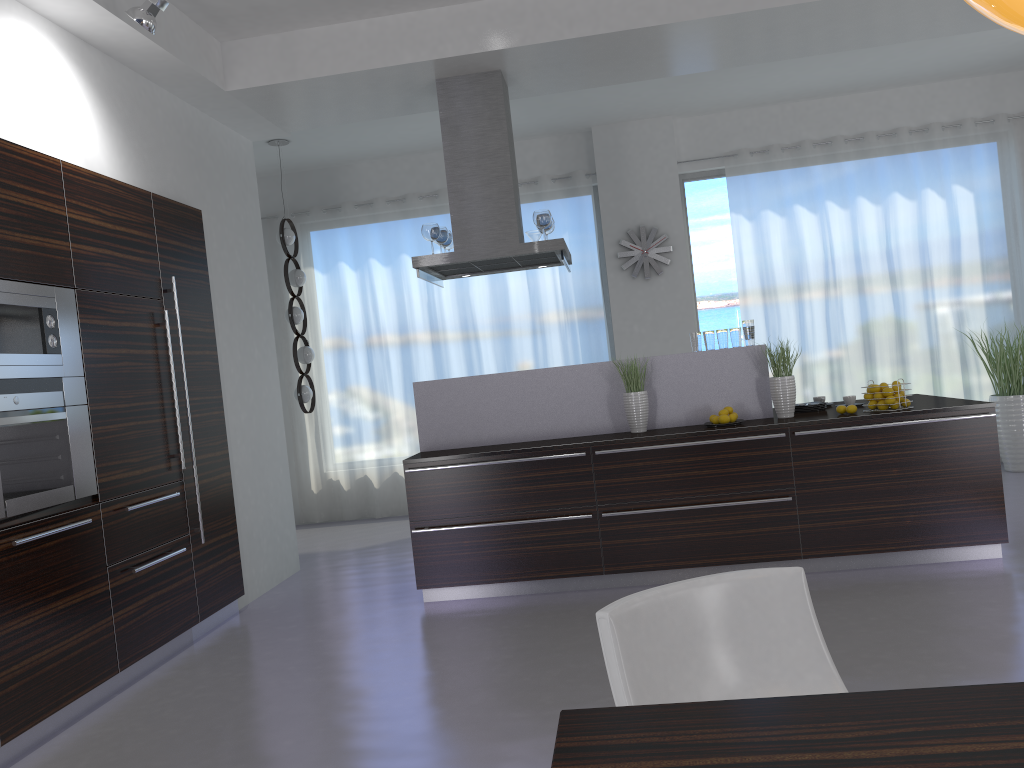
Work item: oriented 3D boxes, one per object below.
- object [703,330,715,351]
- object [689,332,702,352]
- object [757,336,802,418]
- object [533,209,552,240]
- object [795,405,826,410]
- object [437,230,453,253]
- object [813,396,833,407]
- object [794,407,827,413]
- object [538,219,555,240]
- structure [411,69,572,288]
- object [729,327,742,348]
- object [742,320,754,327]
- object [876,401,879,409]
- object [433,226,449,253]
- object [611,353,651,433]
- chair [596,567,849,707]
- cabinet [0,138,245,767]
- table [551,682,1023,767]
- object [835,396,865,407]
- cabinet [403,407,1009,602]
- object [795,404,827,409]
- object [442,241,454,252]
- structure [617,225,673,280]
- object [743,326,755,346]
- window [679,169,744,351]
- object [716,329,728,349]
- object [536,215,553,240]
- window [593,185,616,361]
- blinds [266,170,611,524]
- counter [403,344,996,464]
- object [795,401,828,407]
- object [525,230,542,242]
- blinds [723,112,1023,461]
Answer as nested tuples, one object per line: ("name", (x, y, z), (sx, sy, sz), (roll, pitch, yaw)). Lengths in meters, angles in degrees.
("object", (1.216, -0.267, 5.461), (0.071, 0.119, 0.072), (-7, 1, -43))
("object", (1.136, -0.259, 5.471), (0.072, 0.119, 0.071), (-7, 1, -33))
("object", (1.611, -0.051, 5.243), (0.269, 0.502, 0.247), (-7, 1, -40))
("object", (0.204, -1.018, 5.781), (0.125, 0.221, 0.125), (-6, 1, 32))
("object", (1.856, 0.153, 5.579), (0.232, 0.020, 0.232), (-6, 1, 15))
("object", (-0.466, -0.951, 6.157), (0.125, 0.221, 0.125), (-6, 1, 32))
("object", (2.015, 0.118, 5.810), (0.153, 0.069, 0.153), (-5, 1, 40))
("object", (1.857, 0.162, 5.579), (0.232, 0.020, 0.232), (-6, 1, 15))
("object", (0.239, -1.026, 6.083), (0.125, 0.221, 0.125), (-6, 1, 32))
("structure", (-0.159, -1.360, 6.072), (0.981, 1.231, 0.915), (-6, 1, 7))
("object", (1.375, -0.284, 5.441), (0.071, 0.119, 0.072), (-7, 1, -43))
("object", (1.451, -0.331, 5.431), (0.071, 0.119, 0.072), (-7, 1, -43))
("object", (2.100, 0.120, 5.105), (0.053, 0.053, 0.061), (-7, 1, -41))
("object", (-0.484, -0.947, 6.001), (0.125, 0.221, 0.125), (-6, 1, 32))
("object", (0.730, 0.043, 5.327), (0.269, 0.502, 0.247), (-6, 1, 7))
("chair", (0.534, 0.821, 1.698), (0.508, 0.805, 0.620), (-7, 1, -23))
("cabinet", (-2.280, 0.244, 3.749), (0.669, 2.500, 3.600), (-6, 1, 7))
("table", (1.058, 0.790, 0.667), (2.046, 0.783, 1.127), (-6, 1, 7))
("object", (2.117, 0.111, 5.557), (0.153, 0.069, 0.153), (-6, 1, -20))
("cabinet", (1.104, 0.682, 5.617), (3.285, 0.852, 1.377), (-6, 1, 7))
("object", (1.855, 0.143, 5.579), (0.232, 0.020, 0.232), (-6, 1, 10))
("object", (-0.449, -0.955, 6.303), (0.125, 0.221, 0.125), (-6, 1, 32))
("structure", (1.235, -1.225, 8.237), (0.505, 0.505, 0.076), (-6, 1, 7))
("object", (1.455, -0.293, 5.432), (0.071, 0.119, 0.072), (-7, 1, -43))
("window", (3.188, -0.913, 8.351), (3.000, 2.500, 0.100), (-6, 1, 7))
("object", (1.296, -0.276, 5.451), (0.071, 0.119, 0.072), (-7, 1, -43))
("object", (0.221, -1.022, 5.937), (0.125, 0.221, 0.125), (-6, 1, 32))
("window", (-0.514, -0.519, 8.806), (3.000, 2.500, 0.100), (-6, 1, 7))
("blinds", (-0.681, -0.310, 8.606), (3.245, 3.112, 0.120), (-6, 1, 7))
("counter", (1.083, 0.459, 5.624), (3.291, 1.300, 1.302), (-6, 1, 7))
("object", (1.688, 0.085, 5.677), (0.646, 0.147, 0.269), (-6, 1, 32))
("object", (0.170, -0.998, 6.315), (0.137, 0.174, 0.137), (-7, 1, -28))
("blinds", (3.530, -0.758, 8.089), (2.830, 3.112, 0.120), (-6, 1, 7))
